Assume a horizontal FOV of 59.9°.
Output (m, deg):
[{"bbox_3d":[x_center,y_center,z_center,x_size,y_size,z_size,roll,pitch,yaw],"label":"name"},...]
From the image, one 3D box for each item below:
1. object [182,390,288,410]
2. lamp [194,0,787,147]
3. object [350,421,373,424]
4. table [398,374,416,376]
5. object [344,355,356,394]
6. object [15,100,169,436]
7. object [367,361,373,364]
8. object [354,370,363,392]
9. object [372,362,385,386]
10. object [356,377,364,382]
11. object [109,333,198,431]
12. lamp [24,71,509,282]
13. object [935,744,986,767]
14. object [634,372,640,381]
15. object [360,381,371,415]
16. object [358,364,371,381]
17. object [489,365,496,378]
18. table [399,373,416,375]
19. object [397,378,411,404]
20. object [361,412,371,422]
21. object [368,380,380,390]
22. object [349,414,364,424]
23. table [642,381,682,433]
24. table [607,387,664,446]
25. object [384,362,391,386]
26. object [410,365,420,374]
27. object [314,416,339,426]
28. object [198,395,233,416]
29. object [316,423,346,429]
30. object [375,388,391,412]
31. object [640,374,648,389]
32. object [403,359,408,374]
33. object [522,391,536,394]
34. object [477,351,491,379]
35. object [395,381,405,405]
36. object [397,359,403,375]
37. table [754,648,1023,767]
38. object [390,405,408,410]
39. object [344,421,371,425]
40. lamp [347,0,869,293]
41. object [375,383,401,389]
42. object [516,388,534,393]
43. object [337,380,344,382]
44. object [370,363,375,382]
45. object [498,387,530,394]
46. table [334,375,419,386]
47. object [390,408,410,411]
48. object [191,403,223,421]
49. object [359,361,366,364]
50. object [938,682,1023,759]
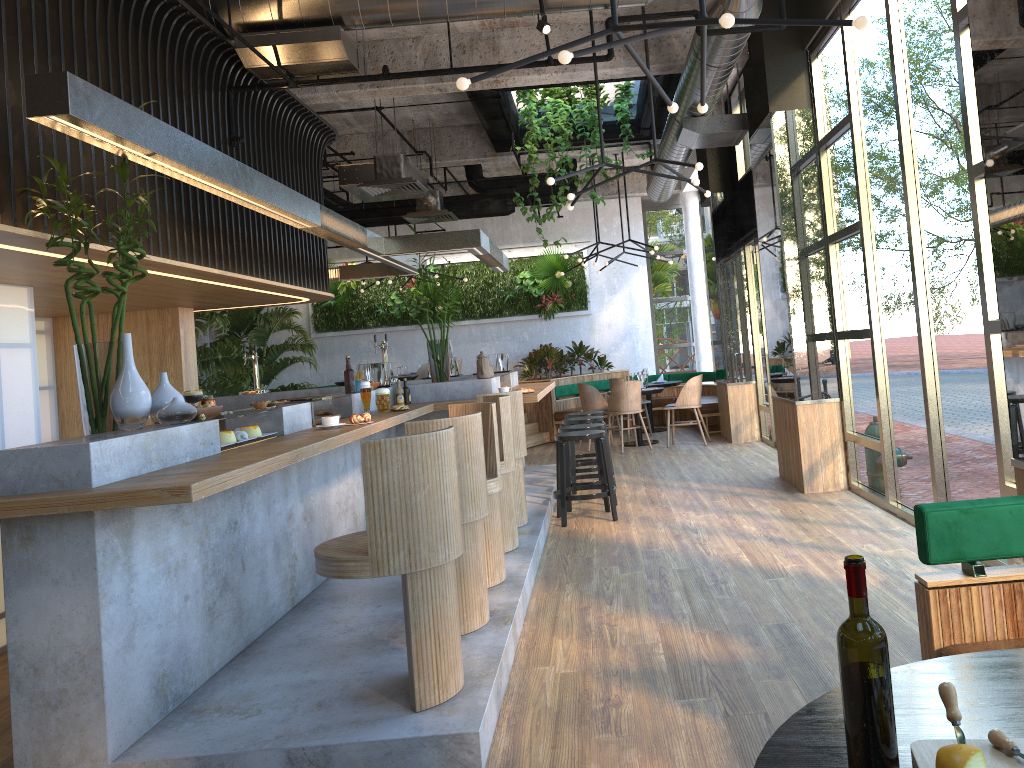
[{"bbox_3d":[-1.386,0.075,4.575,0.208,0.134,0.814,-5,2,12],"label":"object"},{"bbox_3d":[-0.305,-2.333,1.052,3.788,1.532,10.035,-5,2,2],"label":"lamp"},{"bbox_3d":[-0.895,0.228,5.199,0.116,0.005,0.126,-3,2,42],"label":"object"},{"bbox_3d":[-1.725,0.241,13.670,0.802,0.747,0.796,-5,0,0],"label":"table"},{"bbox_3d":[-1.183,-0.070,6.457,0.071,0.277,0.078,-6,-3,39],"label":"object"},{"bbox_3d":[-1.718,-0.429,3.749,0.640,1.551,0.614,-6,-2,42],"label":"object"},{"bbox_3d":[-1.910,-0.189,11.994,0.096,0.245,0.089,-4,-2,-26],"label":"object"},{"bbox_3d":[-1.159,-0.020,6.622,0.103,0.162,0.107,-6,-1,37],"label":"object"},{"bbox_3d":[-1.100,-0.071,7.361,0.111,0.209,0.100,-3,-2,-42],"label":"object"},{"bbox_3d":[-1.182,-0.006,7.084,0.161,0.107,0.086,-5,0,-41],"label":"object"},{"bbox_3d":[-1.520,-0.016,3.714,0.332,0.398,0.303,-4,-1,-38],"label":"object"},{"bbox_3d":[-2.583,-1.994,6.303,5.008,2.134,6.705,-5,1,-2],"label":"lamp"},{"bbox_3d":[0.587,0.483,1.088,0.099,0.064,0.163,-5,1,-26],"label":"object"},{"bbox_3d":[1.739,-0.036,12.335,0.097,0.245,0.088,-4,-2,-29],"label":"object"},{"bbox_3d":[-1.009,0.097,6.142,0.071,0.232,0.078,-6,-2,36],"label":"object"},{"bbox_3d":[-1.215,-0.061,7.353,0.111,0.209,0.100,-3,-2,-42],"label":"object"},{"bbox_3d":[-0.198,-0.114,7.677,0.098,0.119,0.088,-5,-1,11],"label":"object"},{"bbox_3d":[-1.615,0.196,14.822,0.802,0.747,0.796,-5,0,0],"label":"table"},{"bbox_3d":[-0.897,0.062,7.260,0.067,0.215,0.170,-6,-1,29],"label":"object"},{"bbox_3d":[-0.860,0.198,5.207,0.061,0.059,0.073,-5,0,-6],"label":"object"},{"bbox_3d":[-1.140,0.014,6.876,0.188,0.073,0.233,-4,1,23],"label":"object"},{"bbox_3d":[-0.914,0.203,5.192,0.073,0.060,0.125,-5,1,-27],"label":"object"},{"bbox_3d":[2.178,0.373,14.045,1.148,0.751,1.051,-5,1,-28],"label":"table"},{"bbox_3d":[1.754,0.459,12.376,0.802,0.747,0.796,-5,0,0],"label":"table"},{"bbox_3d":[-1.081,-0.079,7.589,0.111,0.209,0.100,-3,-2,-42],"label":"object"},{"bbox_3d":[-1.589,-0.242,14.707,0.239,0.139,0.227,-5,1,-13],"label":"object"},{"bbox_3d":[-1.044,0.214,5.008,0.136,0.064,0.108,-5,1,-18],"label":"object"},{"bbox_3d":[-1.444,0.102,4.319,0.161,0.107,0.086,-5,0,-41],"label":"object"},{"bbox_3d":[-1.021,0.240,5.005,0.161,0.020,0.160,-5,2,0],"label":"object"},{"bbox_3d":[-0.925,0.114,6.360,0.112,0.172,0.136,-5,-1,-3],"label":"object"},{"bbox_3d":[1.855,-0.031,12.461,0.100,0.209,0.111,-6,-2,43],"label":"object"},{"bbox_3d":[-1.779,-0.288,14.810,0.095,0.245,0.090,-4,-2,-14],"label":"object"},{"bbox_3d":[0.098,0.073,7.412,0.196,0.013,0.216,-3,2,39],"label":"object"},{"bbox_3d":[-0.242,-0.161,7.480,0.123,0.234,0.205,-4,-1,-28],"label":"object"},{"bbox_3d":[-0.913,0.069,7.187,0.073,0.210,0.067,-4,-2,-30],"label":"object"},{"bbox_3d":[-1.729,-0.258,13.731,0.095,0.245,0.090,-4,-2,-14],"label":"object"},{"bbox_3d":[0.874,0.887,1.075,1.148,0.751,1.051,-5,1,-28],"label":"table"},{"bbox_3d":[-0.799,0.169,6.311,0.092,0.041,0.148,-4,2,37],"label":"object"},{"bbox_3d":[-0.896,0.231,5.195,0.163,0.005,0.171,-4,2,15],"label":"object"},{"bbox_3d":[-0.885,-2.256,5.338,5.073,1.824,18.952,-5,2,5],"label":"lamp"},{"bbox_3d":[-1.117,0.023,7.473,0.272,0.019,0.438,-5,2,4],"label":"object"},{"bbox_3d":[0.092,0.054,7.420,0.161,0.053,0.155,-6,2,-43],"label":"object"},{"bbox_3d":[-2.178,-0.043,11.670,0.255,0.019,0.158,-5,2,2],"label":"object"},{"bbox_3d":[-1.151,-0.070,7.481,0.100,0.209,0.110,-6,-2,38],"label":"object"},{"bbox_3d":[0.040,0.052,7.278,0.173,0.073,0.436,-4,2,39],"label":"object"},{"bbox_3d":[-1.774,0.304,11.855,1.124,0.751,1.075,-5,0,-11],"label":"table"},{"bbox_3d":[-0.795,0.184,6.312,0.156,0.013,0.144,-6,2,-26],"label":"object"},{"bbox_3d":[-1.418,0.128,3.949,0.188,0.073,0.233,-4,1,23],"label":"object"},{"bbox_3d":[-1.968,-0.176,11.733,0.088,0.245,0.096,-6,-2,31],"label":"object"},{"bbox_3d":[0.621,0.447,1.180,0.143,0.124,0.097,-5,-1,-17],"label":"object"}]
